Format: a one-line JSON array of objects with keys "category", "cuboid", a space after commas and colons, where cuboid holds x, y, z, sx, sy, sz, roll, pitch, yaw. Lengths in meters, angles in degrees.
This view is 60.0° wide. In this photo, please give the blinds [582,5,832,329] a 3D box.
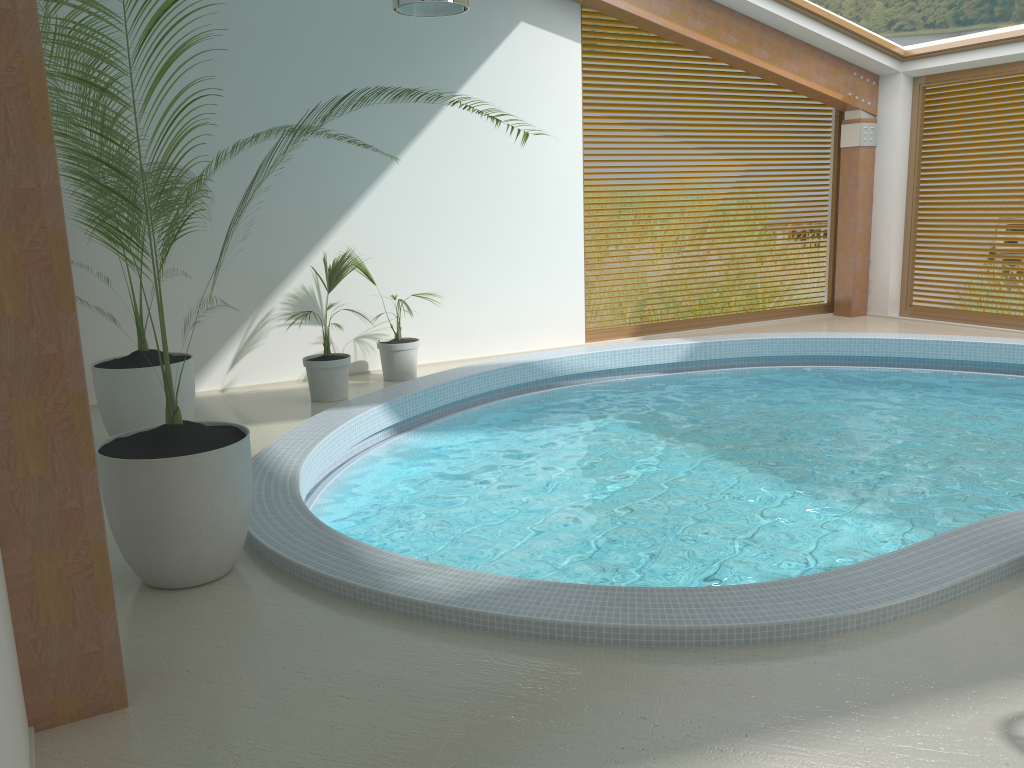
[{"category": "blinds", "cuboid": [2.433, -2.779, 11.149, 4.500, 4.025, 0.099, -8, 13, -28]}]

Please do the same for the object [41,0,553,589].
[{"category": "object", "cuboid": [-1.555, -0.611, 4.038, 2.979, 2.960, 2.729, 4, 13, 26]}]

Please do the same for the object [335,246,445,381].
[{"category": "object", "cuboid": [-1.087, -0.682, 8.384, 1.067, 1.310, 0.822, -5, 12, -16]}]

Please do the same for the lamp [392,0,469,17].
[{"category": "lamp", "cuboid": [-0.570, -3.451, 5.707, 0.506, 1.958, 0.505, -8, 13, -28]}]

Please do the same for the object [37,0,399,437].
[{"category": "object", "cuboid": [-2.540, -1.025, 6.175, 2.979, 2.960, 2.729, 9, 16, 41]}]

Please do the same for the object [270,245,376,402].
[{"category": "object", "cuboid": [-1.537, -0.518, 7.660, 0.822, 1.310, 1.067, 0, 12, 11]}]

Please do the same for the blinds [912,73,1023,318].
[{"category": "blinds", "cuboid": [6.251, -2.048, 9.820, 0.095, 2.921, 4.200, -8, 13, -28]}]

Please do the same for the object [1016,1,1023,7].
[{"category": "object", "cuboid": [2.964, -0.590, 3.268, 2.979, 2.960, 2.729, -4, 12, -11]}]
